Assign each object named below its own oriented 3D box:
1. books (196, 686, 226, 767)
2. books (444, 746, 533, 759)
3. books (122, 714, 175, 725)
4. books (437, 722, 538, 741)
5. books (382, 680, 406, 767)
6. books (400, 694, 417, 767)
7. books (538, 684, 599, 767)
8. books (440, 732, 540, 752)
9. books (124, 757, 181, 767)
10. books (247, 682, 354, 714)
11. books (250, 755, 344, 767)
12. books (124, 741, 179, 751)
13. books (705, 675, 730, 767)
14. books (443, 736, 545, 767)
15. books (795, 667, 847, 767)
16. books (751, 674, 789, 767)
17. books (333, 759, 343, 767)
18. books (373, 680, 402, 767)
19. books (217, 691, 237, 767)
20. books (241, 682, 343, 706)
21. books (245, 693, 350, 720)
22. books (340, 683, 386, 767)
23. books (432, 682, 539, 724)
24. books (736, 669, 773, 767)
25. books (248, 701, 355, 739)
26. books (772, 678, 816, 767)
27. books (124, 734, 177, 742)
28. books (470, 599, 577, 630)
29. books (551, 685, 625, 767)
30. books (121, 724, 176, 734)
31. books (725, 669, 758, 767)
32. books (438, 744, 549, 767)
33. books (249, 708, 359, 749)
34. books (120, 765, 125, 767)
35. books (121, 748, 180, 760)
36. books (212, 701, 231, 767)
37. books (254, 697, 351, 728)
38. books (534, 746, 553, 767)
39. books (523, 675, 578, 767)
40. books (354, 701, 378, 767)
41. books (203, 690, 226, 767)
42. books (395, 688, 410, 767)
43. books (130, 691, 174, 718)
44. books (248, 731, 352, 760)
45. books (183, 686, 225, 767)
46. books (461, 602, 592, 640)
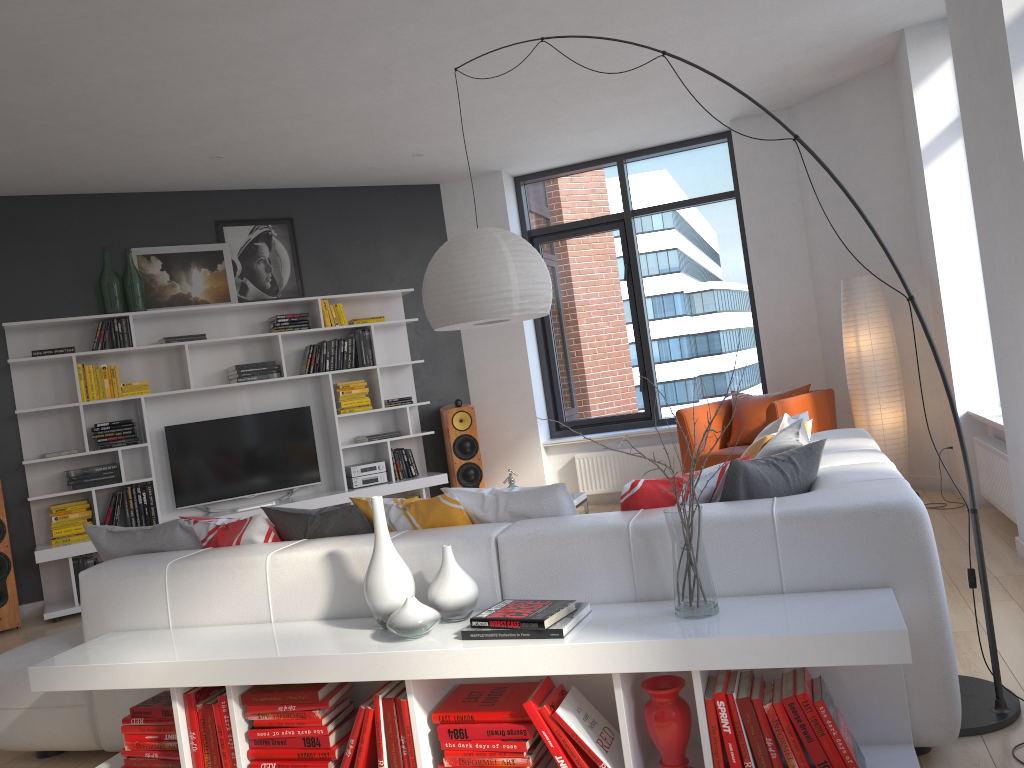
[{"bbox_3d":[-0.918,1.110,2.825,0.031,0.255,0.181,-8,0,18],"label":"books"},{"bbox_3d":[-0.052,1.022,2.535,0.236,0.023,0.178,-8,0,18],"label":"books"},{"bbox_3d":[-1.126,1.083,2.938,0.254,0.025,0.178,-8,0,17],"label":"books"},{"bbox_3d":[-0.047,0.962,2.553,0.279,0.039,0.206,-8,0,17],"label":"books"},{"bbox_3d":[-0.305,1.018,2.615,0.038,0.270,0.215,-8,0,18],"label":"books"},{"bbox_3d":[-0.258,1.012,2.574,0.028,0.269,0.181,-8,0,18],"label":"books"},{"bbox_3d":[0.179,0.969,2.450,0.148,0.232,0.171,-8,0,20],"label":"books"},{"bbox_3d":[-0.045,0.995,2.537,0.261,0.027,0.191,-8,0,22],"label":"books"},{"bbox_3d":[-1.106,1.215,2.937,0.259,0.034,0.206,-8,0,21],"label":"books"},{"bbox_3d":[-0.647,0.959,2.723,0.266,0.026,0.187,-8,0,12],"label":"books"},{"bbox_3d":[-0.633,1.129,2.709,0.266,0.026,0.187,-8,0,17],"label":"books"},{"bbox_3d":[-1.113,1.161,2.935,0.257,0.025,0.182,-8,0,18],"label":"books"},{"bbox_3d":[0.539,0.909,2.311,0.026,0.250,0.168,-8,0,18],"label":"books"},{"bbox_3d":[-0.044,1.044,2.543,0.257,0.025,0.182,-8,0,18],"label":"books"},{"bbox_3d":[0.795,0.871,2.251,0.116,0.255,0.198,-8,0,18],"label":"books"},{"bbox_3d":[0.665,0.895,2.273,0.066,0.247,0.175,-8,0,18],"label":"books"},{"bbox_3d":[-0.629,1.156,2.705,0.282,0.030,0.188,-8,0,19],"label":"books"},{"bbox_3d":[-0.346,1.019,2.611,0.046,0.282,0.199,-8,0,18],"label":"books"},{"bbox_3d":[-0.821,1.079,2.788,0.049,0.291,0.214,-8,0,18],"label":"books"},{"bbox_3d":[-0.666,0.932,2.736,0.259,0.034,0.206,-8,0,15],"label":"books"},{"bbox_3d":[-0.659,0.986,2.736,0.257,0.025,0.182,-8,0,18],"label":"books"},{"bbox_3d":[-0.440,1.048,2.650,0.144,0.247,0.188,-8,0,18],"label":"books"},{"bbox_3d":[-0.051,0.926,2.578,0.301,0.032,0.227,-8,0,18],"label":"books"},{"bbox_3d":[0.641,0.895,2.292,0.076,0.252,0.199,-8,0,18],"label":"books"},{"bbox_3d":[-0.645,1.034,2.730,0.261,0.027,0.191,-8,0,14],"label":"books"},{"bbox_3d":[0.725,0.892,2.264,0.083,0.233,0.178,-8,0,18],"label":"books"},{"bbox_3d":[-1.116,1.135,2.952,0.261,0.028,0.191,-8,0,18],"label":"books"},{"bbox_3d":[0.033,0.642,2.475,0.238,0.027,0.188,-8,0,31],"label":"books"},{"bbox_3d":[0.233,0.968,2.432,0.186,0.223,0.188,-8,0,18],"label":"books"},{"bbox_3d":[-1.122,1.109,2.935,0.269,0.028,0.179,-8,0,19],"label":"books"},{"bbox_3d":[0.604,0.896,2.295,0.056,0.262,0.185,-8,0,18],"label":"books"},{"bbox_3d":[-0.052,1.071,2.540,0.266,0.026,0.187,-8,0,23],"label":"books"},{"bbox_3d":[-0.633,1.065,2.744,0.279,0.039,0.206,-8,0,19],"label":"books"},{"bbox_3d":[-1.119,1.251,2.934,0.301,0.032,0.227,-8,0,18],"label":"books"},{"bbox_3d":[-1.121,1.188,2.932,0.266,0.026,0.187,-8,0,23],"label":"books"},{"bbox_3d":[-0.853,1.099,2.794,0.042,0.259,0.195,-8,0,18],"label":"books"},{"bbox_3d":[-0.641,1.007,2.722,0.236,0.023,0.178,-8,0,18],"label":"books"},{"bbox_3d":[-0.037,1.098,2.545,0.259,0.034,0.206,-8,0,21],"label":"books"},{"bbox_3d":[0.135,0.967,2.470,0.134,0.248,0.192,-8,0,18],"label":"books"},{"bbox_3d":[-0.404,1.043,2.631,0.115,0.245,0.192,-8,0,18],"label":"books"},{"bbox_3d":[-0.886,1.104,2.815,0.034,0.259,0.207,-8,0,18],"label":"books"},{"bbox_3d":[-0.278,1.018,2.597,0.028,0.266,0.188,-8,0,18],"label":"books"},{"bbox_3d":[-1.126,1.056,2.927,0.206,0.029,0.152,-8,0,24],"label":"books"},{"bbox_3d":[-0.622,1.099,2.742,0.301,0.032,0.227,-8,0,18],"label":"books"},{"bbox_3d":[-0.954,1.097,2.833,0.036,0.294,0.208,-8,0,18],"label":"books"},{"bbox_3d":[0.045,0.667,2.498,0.300,0.026,0.245,-8,0,23],"label":"books"}]
